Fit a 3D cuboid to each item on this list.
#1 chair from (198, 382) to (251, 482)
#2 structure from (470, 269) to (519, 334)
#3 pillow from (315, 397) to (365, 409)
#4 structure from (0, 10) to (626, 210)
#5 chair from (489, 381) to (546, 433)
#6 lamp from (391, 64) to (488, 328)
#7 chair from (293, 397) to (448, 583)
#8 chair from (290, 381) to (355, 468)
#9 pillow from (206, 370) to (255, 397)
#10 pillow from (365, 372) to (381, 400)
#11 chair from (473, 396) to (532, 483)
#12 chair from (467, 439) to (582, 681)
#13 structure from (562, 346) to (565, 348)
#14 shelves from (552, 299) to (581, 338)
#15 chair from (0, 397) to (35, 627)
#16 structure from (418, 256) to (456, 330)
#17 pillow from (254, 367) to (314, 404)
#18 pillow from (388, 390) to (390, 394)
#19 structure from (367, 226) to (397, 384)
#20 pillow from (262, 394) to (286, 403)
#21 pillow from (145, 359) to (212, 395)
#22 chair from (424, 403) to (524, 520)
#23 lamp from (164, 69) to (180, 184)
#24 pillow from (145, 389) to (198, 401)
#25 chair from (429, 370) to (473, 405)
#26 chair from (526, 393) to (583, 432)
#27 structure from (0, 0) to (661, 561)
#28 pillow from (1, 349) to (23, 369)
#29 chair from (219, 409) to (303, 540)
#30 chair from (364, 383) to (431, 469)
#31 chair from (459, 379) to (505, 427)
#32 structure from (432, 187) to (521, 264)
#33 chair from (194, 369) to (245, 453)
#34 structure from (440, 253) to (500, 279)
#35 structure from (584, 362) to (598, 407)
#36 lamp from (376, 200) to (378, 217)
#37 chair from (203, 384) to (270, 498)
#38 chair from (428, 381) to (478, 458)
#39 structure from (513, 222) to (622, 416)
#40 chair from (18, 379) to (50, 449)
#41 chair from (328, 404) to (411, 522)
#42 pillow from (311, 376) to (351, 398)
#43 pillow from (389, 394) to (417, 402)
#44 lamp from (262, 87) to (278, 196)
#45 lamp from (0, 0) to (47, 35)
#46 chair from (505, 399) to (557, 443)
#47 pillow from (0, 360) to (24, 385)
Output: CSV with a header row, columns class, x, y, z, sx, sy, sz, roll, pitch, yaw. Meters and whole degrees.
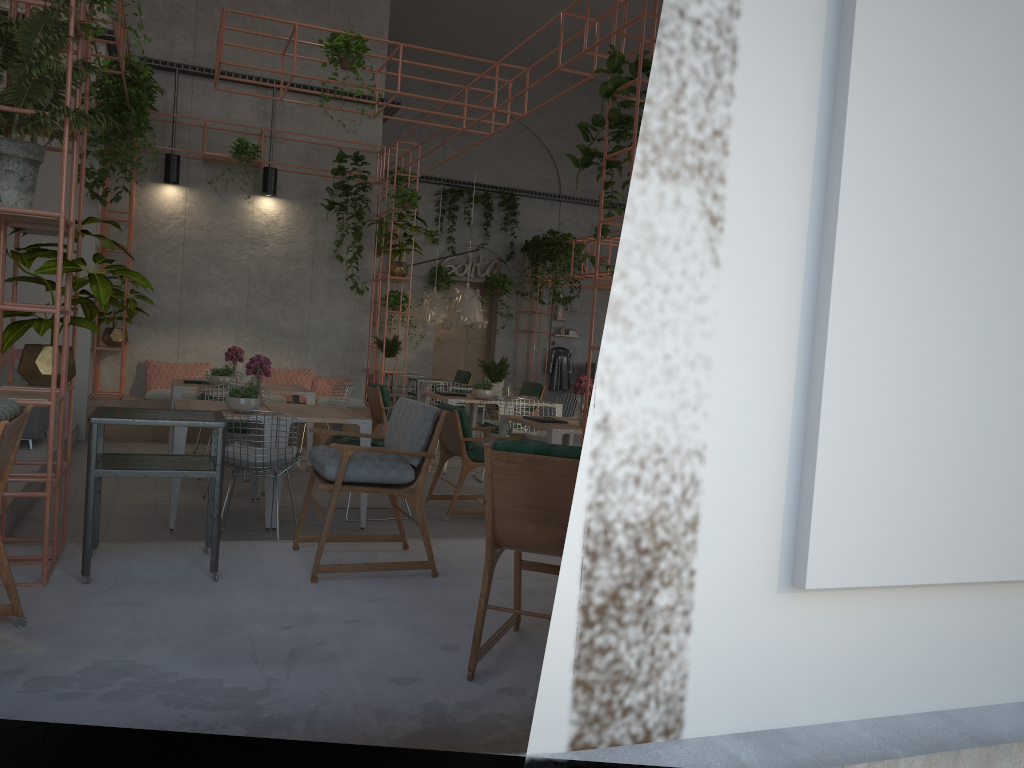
class,x,y,z,sx,sy,sz,roll,pitch,yaw
chair,-2.728,0.436,8.614,0.565,0.941,0.717,4,2,-5
structure,-0.382,-1.804,18.683,0.950,1.527,0.921,3,3,-23
pillow,-2.326,0.253,11.852,0.637,0.149,0.491,3,3,-20
structure,-0.238,-3.690,10.434,15.603,0.110,15.203,3,3,-21
chair,0.072,0.419,13.972,0.685,0.929,0.722,3,3,-21
lamp,-1.225,-3.004,15.171,0.704,4.052,4.456,3,3,-21
chair,-0.799,0.544,4.938,0.685,0.929,0.722,3,3,-21
chair,-2.141,0.426,9.845,0.717,0.941,0.565,3,3,-25
pillow,-3.715,0.020,11.726,0.666,0.385,0.289,3,3,-26
pillow,-2.064,0.036,13.028,0.276,0.474,0.839,3,3,-31
chair,-0.105,0.581,9.646,0.565,0.941,0.717,4,2,-5
chair,0.276,0.687,3.552,0.722,0.917,0.685,5,3,19
structure,1.108,-0.800,19.203,0.066,0.044,0.019,3,3,-21
shelves,1.186,-1.412,19.103,0.560,0.790,0.186,3,3,-21
chair,-2.141,0.524,3.161,0.685,0.929,0.722,3,3,-21
structure,-1.593,-1.889,18.159,0.921,1.527,0.950,5,3,12
pillow,-3.111,0.006,11.937,0.839,0.474,0.276,4,2,-1
pillow,-2.350,0.121,14.900,0.491,0.149,0.637,3,3,-20
structure,-2.710,-1.272,17.457,0.630,3.597,0.430,3,3,-21
pillow,-3.271,0.201,11.480,0.637,0.149,0.491,3,3,-20
pillow,-4.317,-0.063,11.509,0.839,0.474,0.276,3,3,-31
chair,-0.311,0.655,7.664,0.685,0.917,0.722,3,3,-21
lamp,-4.288,-3.275,11.269,0.179,1.425,0.185,3,3,-22
pillow,-4.245,0.148,11.097,0.637,0.149,0.491,3,3,-20
chair,-1.197,0.188,17.229,0.685,0.930,0.722,3,3,-21
chair,0.483,0.570,10.878,0.717,0.941,0.565,3,3,-25
structure,-3.211,-1.632,11.438,4.501,4.345,14.096,3,3,-23
pillow,-5.284,-0.135,8.790,0.836,0.476,0.273,3,3,-21
chair,-1.737,0.617,6.071,0.565,0.941,0.717,4,2,-5
chair,-1.335,0.471,10.246,0.685,0.917,0.722,3,3,-21
chair,-0.569,0.302,15.618,0.685,0.930,0.722,3,3,-21
structure,-0.765,-3.286,18.211,1.939,1.514,0.856,3,3,-27
chair,-3.409,0.314,10.337,0.565,0.941,0.717,3,3,-20
structure,-0.868,-2.458,18.344,1.312,0.505,0.063,3,3,-21
structure,3.494,-0.042,17.511,2.579,2.022,4.057,3,3,-21
lamp,-2.046,-3.193,13.118,0.185,1.425,0.179,3,3,-22
chair,-2.418,0.494,7.794,0.565,0.941,0.717,3,3,-20
chair,-0.785,0.458,11.370,0.565,0.941,0.717,3,3,-20
structure,4.341,-0.585,12.743,4.157,4.247,14.689,3,3,-21
chair,-5.061,0.209,8.464,1.127,0.672,1.052,3,3,-21
chair,-1.150,0.606,7.302,0.717,0.941,0.565,3,3,-25
pillow,-2.524,0.085,12.195,0.666,0.385,0.289,3,3,-26
pillow,-1.723,0.235,13.291,0.491,0.149,0.637,3,3,-20
lamp,-3.165,-3.213,11.711,0.179,1.425,0.185,3,3,-22
lamp,-5.042,-5.414,8.894,0.883,3.476,0.883,6,3,31
chair,0.240,0.642,8.788,0.565,0.941,0.717,3,3,-20
pillow,-4.861,-0.050,8.614,0.495,0.349,0.308,5,3,28
